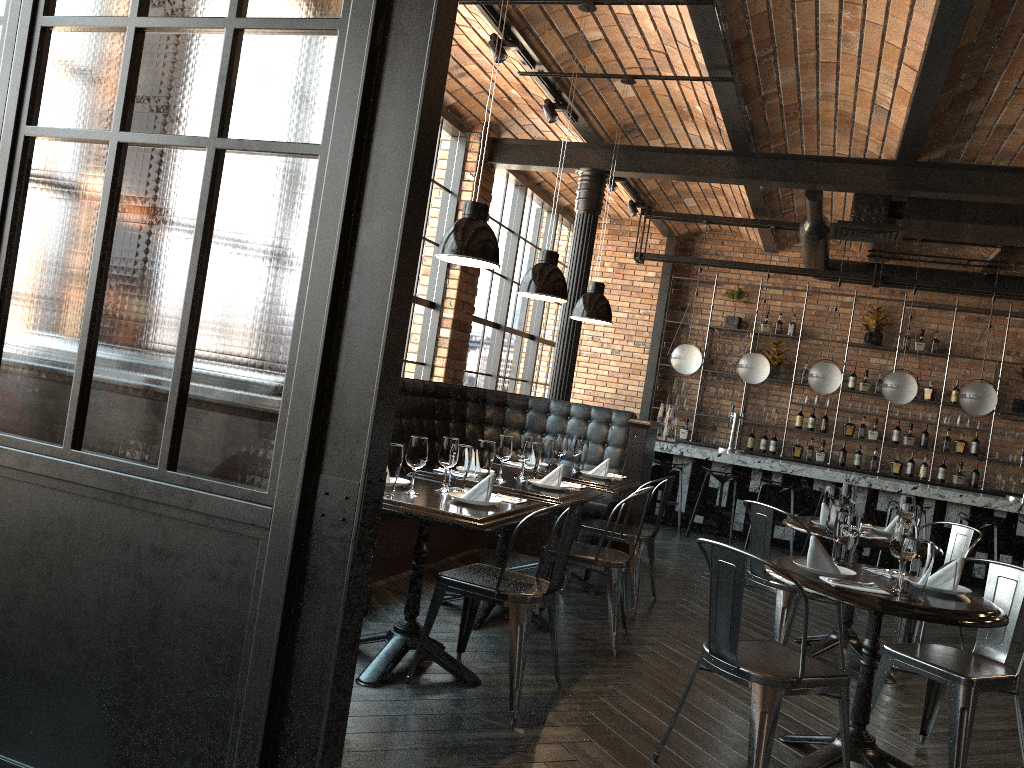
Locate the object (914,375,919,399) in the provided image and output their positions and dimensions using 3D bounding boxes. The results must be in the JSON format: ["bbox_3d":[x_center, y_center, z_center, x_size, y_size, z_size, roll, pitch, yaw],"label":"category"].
[{"bbox_3d":[4.888,0.039,10.743,0.086,0.298,0.086,9,0,-22],"label":"object"}]

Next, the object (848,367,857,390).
[{"bbox_3d":[4.216,-0.064,10.958,0.086,0.298,0.086,9,0,-22],"label":"object"}]

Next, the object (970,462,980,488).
[{"bbox_3d":[5.466,1.074,10.457,0.086,0.299,0.086,9,0,-22],"label":"object"}]

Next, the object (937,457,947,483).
[{"bbox_3d":[5.140,1.024,10.578,0.086,0.298,0.086,9,0,-22],"label":"object"}]

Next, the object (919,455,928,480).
[{"bbox_3d":[4.947,0.996,10.638,0.080,0.299,0.080,9,0,22],"label":"object"}]

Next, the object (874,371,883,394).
[{"bbox_3d":[4.494,-0.013,10.850,0.083,0.282,0.083,9,0,20],"label":"object"}]

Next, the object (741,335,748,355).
[{"bbox_3d":[2.971,-0.496,11.311,0.092,0.244,0.092,9,0,25],"label":"object"}]

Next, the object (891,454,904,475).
[{"bbox_3d":[4.664,0.977,10.738,0.151,0.248,0.094,9,0,28],"label":"object"}]

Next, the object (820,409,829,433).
[{"bbox_3d":[3.896,0.464,11.037,0.086,0.297,0.086,9,0,-22],"label":"object"}]

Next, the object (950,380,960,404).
[{"bbox_3d":[5.293,0.103,10.571,0.086,0.299,0.086,9,0,-22],"label":"object"}]

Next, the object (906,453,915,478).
[{"bbox_3d":[4.816,0.975,10.700,0.086,0.298,0.086,9,0,-22],"label":"object"}]

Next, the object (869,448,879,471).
[{"bbox_3d":[4.424,0.921,10.825,0.083,0.282,0.083,9,0,5],"label":"object"}]

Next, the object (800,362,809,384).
[{"bbox_3d":[3.685,-0.138,11.140,0.083,0.282,0.083,9,0,5],"label":"object"}]

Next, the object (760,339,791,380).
[{"bbox_3d":[3.338,-0.314,11.241,0.430,0.526,0.425,9,0,32],"label":"object"}]

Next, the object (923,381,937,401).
[{"bbox_3d":[5.023,0.087,10.660,0.094,0.248,0.151,9,0,-42],"label":"object"}]

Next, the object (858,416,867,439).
[{"bbox_3d":[4.307,0.536,10.887,0.083,0.282,0.083,9,0,20],"label":"object"}]

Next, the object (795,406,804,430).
[{"bbox_3d":[3.620,0.422,11.139,0.086,0.299,0.086,9,0,-22],"label":"object"}]

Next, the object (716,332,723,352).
[{"bbox_3d":[2.680,-0.541,11.416,0.092,0.244,0.092,9,0,25],"label":"object"}]

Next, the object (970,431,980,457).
[{"bbox_3d":[5.479,0.710,10.482,0.086,0.298,0.086,9,0,-22],"label":"object"}]

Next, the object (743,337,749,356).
[{"bbox_3d":[3.025,-0.488,11.467,0.092,0.244,0.092,9,0,25],"label":"object"}]

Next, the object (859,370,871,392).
[{"bbox_3d":[4.339,-0.035,10.891,0.123,0.279,0.123,9,0,8],"label":"object"}]

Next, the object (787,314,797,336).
[{"bbox_3d":[3.550,-0.739,11.219,0.083,0.282,0.083,9,0,35],"label":"object"}]

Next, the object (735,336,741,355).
[{"bbox_3d":[2.929,-0.503,11.501,0.092,0.244,0.092,9,0,25],"label":"object"}]

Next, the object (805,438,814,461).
[{"bbox_3d":[3.729,0.814,11.074,0.083,0.282,0.083,9,0,20],"label":"object"}]

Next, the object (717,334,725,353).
[{"bbox_3d":[2.734,-0.533,11.571,0.092,0.244,0.092,9,0,25],"label":"object"}]

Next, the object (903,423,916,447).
[{"bbox_3d":[4.798,0.614,10.696,0.123,0.279,0.123,9,0,8],"label":"object"}]

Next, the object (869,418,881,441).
[{"bbox_3d":[4.431,0.557,10.828,0.123,0.279,0.123,9,0,33],"label":"object"}]

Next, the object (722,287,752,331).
[{"bbox_3d":[2.895,-0.977,11.488,0.377,0.554,0.422,9,0,7],"label":"object"}]

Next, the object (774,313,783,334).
[{"bbox_3d":[3.395,-0.763,11.274,0.083,0.282,0.083,9,0,5],"label":"object"}]

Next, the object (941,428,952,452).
[{"bbox_3d":[5.187,0.672,10.572,0.083,0.282,0.083,9,0,5],"label":"object"}]

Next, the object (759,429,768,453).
[{"bbox_3d":[3.215,0.726,11.292,0.086,0.298,0.086,9,0,-22],"label":"object"}]

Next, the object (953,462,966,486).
[{"bbox_3d":[5.301,1.060,10.497,0.123,0.279,0.123,9,0,8],"label":"object"}]

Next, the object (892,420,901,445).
[{"bbox_3d":[4.675,0.584,10.763,0.086,0.298,0.086,9,0,-22],"label":"object"}]

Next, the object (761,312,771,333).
[{"bbox_3d":[3.248,-0.783,11.328,0.123,0.279,0.123,9,0,8],"label":"object"}]

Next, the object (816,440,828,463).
[{"bbox_3d":[3.853,0.836,11.015,0.123,0.279,0.123,9,0,33],"label":"object"}]

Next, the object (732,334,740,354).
[{"bbox_3d":[2.874,-0.511,11.346,0.092,0.244,0.092,9,0,25],"label":"object"}]

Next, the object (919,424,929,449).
[{"bbox_3d":[4.963,0.628,10.656,0.086,0.299,0.086,9,0,-22],"label":"object"}]

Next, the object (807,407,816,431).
[{"bbox_3d":[3.764,0.443,11.115,0.086,0.298,0.086,9,0,-22],"label":"object"}]

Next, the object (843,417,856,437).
[{"bbox_3d":[4.160,0.531,10.938,0.151,0.248,0.094,9,0,8],"label":"object"}]

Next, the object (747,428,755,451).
[{"bbox_3d":[3.060,0.703,11.320,0.086,0.299,0.086,9,0,-22],"label":"object"}]

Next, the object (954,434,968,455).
[{"bbox_3d":[5.327,0.712,10.520,0.151,0.248,0.094,9,0,28],"label":"object"}]

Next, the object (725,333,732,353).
[{"bbox_3d":[2.782,-0.525,11.379,0.092,0.244,0.092,9,0,25],"label":"object"}]

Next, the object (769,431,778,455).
[{"bbox_3d":[3.317,0.742,11.230,0.086,0.298,0.086,9,0,-22],"label":"object"}]

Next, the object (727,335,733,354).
[{"bbox_3d":[2.836,-0.517,11.534,0.092,0.244,0.092,9,0,25],"label":"object"}]
